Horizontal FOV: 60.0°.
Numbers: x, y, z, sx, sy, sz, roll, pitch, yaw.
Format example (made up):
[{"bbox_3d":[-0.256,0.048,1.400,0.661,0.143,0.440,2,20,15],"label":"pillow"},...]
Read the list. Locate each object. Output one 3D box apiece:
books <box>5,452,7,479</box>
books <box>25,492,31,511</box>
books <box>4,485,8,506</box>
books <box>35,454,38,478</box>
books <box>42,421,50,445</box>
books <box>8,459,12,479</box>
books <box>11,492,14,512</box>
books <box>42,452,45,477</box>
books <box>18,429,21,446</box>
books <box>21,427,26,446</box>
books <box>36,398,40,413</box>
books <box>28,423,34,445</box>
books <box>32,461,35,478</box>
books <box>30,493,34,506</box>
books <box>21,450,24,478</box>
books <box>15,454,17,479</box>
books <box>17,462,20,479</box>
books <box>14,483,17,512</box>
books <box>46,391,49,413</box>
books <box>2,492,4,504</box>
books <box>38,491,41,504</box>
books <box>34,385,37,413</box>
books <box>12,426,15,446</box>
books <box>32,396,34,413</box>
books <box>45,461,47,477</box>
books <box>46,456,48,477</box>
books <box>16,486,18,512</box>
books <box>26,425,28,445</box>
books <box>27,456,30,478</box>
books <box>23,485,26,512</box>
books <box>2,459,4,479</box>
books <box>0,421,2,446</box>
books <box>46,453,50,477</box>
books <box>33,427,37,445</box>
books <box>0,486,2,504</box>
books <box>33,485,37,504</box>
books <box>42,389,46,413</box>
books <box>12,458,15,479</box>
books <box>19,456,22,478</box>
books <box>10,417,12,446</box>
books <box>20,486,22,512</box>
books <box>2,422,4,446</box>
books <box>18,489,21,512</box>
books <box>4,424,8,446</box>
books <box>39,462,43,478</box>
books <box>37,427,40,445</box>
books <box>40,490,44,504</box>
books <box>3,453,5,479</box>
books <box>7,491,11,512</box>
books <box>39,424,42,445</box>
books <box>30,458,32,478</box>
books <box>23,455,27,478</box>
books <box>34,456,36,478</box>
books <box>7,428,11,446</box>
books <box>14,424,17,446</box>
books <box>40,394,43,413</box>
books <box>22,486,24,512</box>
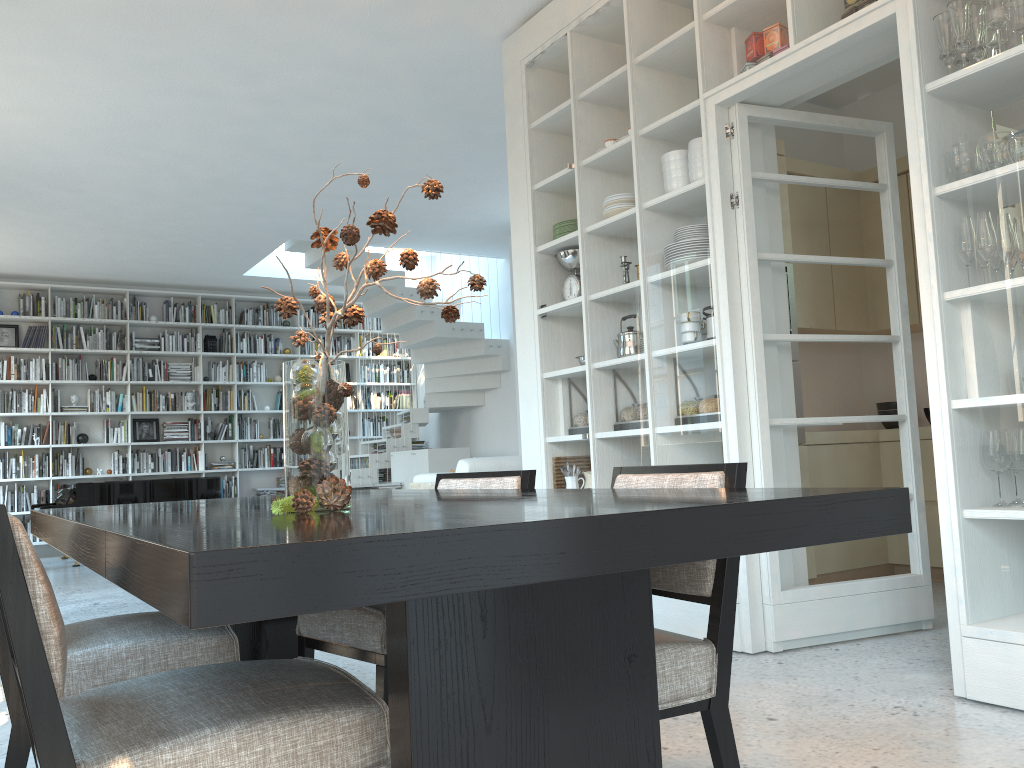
[{"bbox_3d":[-5.708,0.923,9.994,0.019,0.300,0.180,0,-5,-32],"label":"books"},{"bbox_3d":[-5.509,1.339,10.092,0.059,0.216,0.177,0,-5,-32],"label":"books"},{"bbox_3d":[-5.695,1.291,9.969,0.039,0.307,0.172,0,-5,-32],"label":"books"},{"bbox_3d":[-5.449,0.943,10.157,0.021,0.265,0.185,0,-5,-32],"label":"books"},{"bbox_3d":[-5.374,0.571,10.215,0.082,0.276,0.228,0,-6,-32],"label":"books"},{"bbox_3d":[-5.686,0.961,10.040,0.045,0.230,0.138,0,-5,-32],"label":"books"},{"bbox_3d":[-5.648,1.335,10.015,0.028,0.224,0.134,0,-5,-32],"label":"books"},{"bbox_3d":[-5.389,0.933,10.194,0.014,0.286,0.179,0,-5,-32],"label":"books"},{"bbox_3d":[-5.604,0.614,10.086,0.029,0.190,0.189,0,-6,-32],"label":"books"},{"bbox_3d":[-5.586,0.606,10.137,0.056,0.214,0.143,0,-5,-32],"label":"books"},{"bbox_3d":[-5.470,0.256,10.239,0.030,0.183,0.152,0,-5,-32],"label":"books"},{"bbox_3d":[-5.519,0.584,10.164,0.060,0.255,0.158,0,-5,-32],"label":"books"},{"bbox_3d":[-5.487,0.980,10.155,0.023,0.194,0.140,0,-5,-32],"label":"books"},{"bbox_3d":[-5.481,1.348,10.131,0.030,0.203,0.142,0,-5,-32],"label":"books"},{"bbox_3d":[-5.570,0.914,10.094,0.021,0.322,0.172,0,-5,-32],"label":"books"},{"bbox_3d":[-5.629,0.934,10.056,0.014,0.281,0.150,0,-5,-32],"label":"books"},{"bbox_3d":[-5.604,0.983,10.056,0.029,0.181,0.190,0,-6,-32],"label":"books"},{"bbox_3d":[-5.610,1.283,10.019,0.014,0.325,0.171,0,-5,-32],"label":"books"},{"bbox_3d":[-5.397,0.220,10.295,0.036,0.257,0.123,0,-5,-32],"label":"books"},{"bbox_3d":[-5.726,1.331,9.971,0.012,0.232,0.148,0,-5,-32],"label":"books"},{"bbox_3d":[-5.425,1.336,10.166,0.030,0.226,0.140,0,-5,-32],"label":"books"},{"bbox_3d":[-5.499,0.184,10.225,0.035,0.325,0.170,0,-5,-32],"label":"books"},{"bbox_3d":[-5.678,0.597,10.086,0.030,0.231,0.148,0,-5,-32],"label":"books"},{"bbox_3d":[-5.516,0.245,10.207,0.013,0.203,0.161,0,-5,-32],"label":"books"},{"bbox_3d":[-5.388,0.986,10.228,0.023,0.186,0.130,0,-5,-32],"label":"books"},{"bbox_3d":[-5.361,0.957,10.217,0.010,0.240,0.174,0,-5,-32],"label":"books"},{"bbox_3d":[-5.603,1.299,10.031,0.012,0.295,0.176,0,-5,-32],"label":"books"},{"bbox_3d":[-5.557,0.592,10.156,0.013,0.241,0.141,0,-5,-32],"label":"books"},{"bbox_3d":[-5.522,0.951,10.116,0.028,0.249,0.159,0,-5,-32],"label":"books"},{"bbox_3d":[-5.540,1.297,10.075,0.013,0.300,0.173,0,-5,-32],"label":"books"},{"bbox_3d":[-5.747,0.961,10.006,0.016,0.230,0.136,0,-5,-32],"label":"books"},{"bbox_3d":[-5.770,0.568,10.012,0.012,0.285,0.159,0,-5,-32],"label":"books"},{"bbox_3d":[-5.359,0.939,10.246,0.024,0.280,0.136,0,-5,-32],"label":"books"},{"bbox_3d":[-5.475,0.607,10.180,0.030,0.207,0.172,0,-5,-32],"label":"books"},{"bbox_3d":[-5.742,1.297,9.961,0.027,0.299,0.142,0,-5,-32],"label":"books"},{"bbox_3d":[-5.455,1.305,10.141,0.025,0.287,0.131,0,-5,-32],"label":"books"},{"bbox_3d":[-5.425,0.206,10.279,0.027,0.285,0.148,0,-5,-32],"label":"books"},{"bbox_3d":[-5.646,0.960,10.044,0.027,0.229,0.159,0,-5,-32],"label":"books"},{"bbox_3d":[-5.588,0.948,10.082,0.026,0.254,0.176,0,-5,-32],"label":"books"},{"bbox_3d":[-5.695,0.544,10.074,0.011,0.335,0.153,0,-5,-32],"label":"books"},{"bbox_3d":[-5.579,1.307,10.070,0.013,0.284,0.139,0,-5,-32],"label":"books"},{"bbox_3d":[-5.754,0.574,10.020,0.024,0.272,0.150,0,-5,-32],"label":"books"},{"bbox_3d":[-5.595,1.321,10.056,0.029,0.254,0.153,0,-5,-32],"label":"books"},{"bbox_3d":[-5.734,0.584,10.041,0.031,0.255,0.143,0,-5,-32],"label":"books"},{"bbox_3d":[-5.420,0.987,10.192,0.041,0.181,0.141,0,-5,-32],"label":"books"},{"bbox_3d":[-5.456,0.608,10.204,0.027,0.209,0.144,0,-5,-32],"label":"books"},{"bbox_3d":[-5.380,1.332,10.144,0.023,0.227,0.190,0,-5,-32],"label":"books"},{"bbox_3d":[-5.739,0.927,10.017,0.009,0.299,0.141,0,-5,-32],"label":"books"},{"bbox_3d":[-5.675,1.328,10.003,0.031,0.238,0.132,0,-5,-32],"label":"books"},{"bbox_3d":[-5.438,0.587,10.221,0.021,0.251,0.154,0,-5,-32],"label":"books"},{"bbox_3d":[-5.507,0.962,10.141,0.025,0.229,0.153,0,-5,-32],"label":"books"},{"bbox_3d":[-5.543,0.944,10.097,0.028,0.260,0.181,0,-5,-32],"label":"books"},{"bbox_3d":[-5.471,0.954,10.162,0.010,0.246,0.160,0,-5,-32],"label":"books"},{"bbox_3d":[-5.691,0.604,10.030,0.029,0.208,0.189,0,-6,-32],"label":"books"},{"bbox_3d":[-5.653,0.588,10.095,0.022,0.248,0.129,0,-5,-32],"label":"books"},{"bbox_3d":[-5.445,0.236,10.257,0.031,0.223,0.145,0,-5,-32],"label":"books"},{"bbox_3d":[-5.558,1.302,10.069,0.022,0.290,0.137,0,-5,-32],"label":"books"}]
